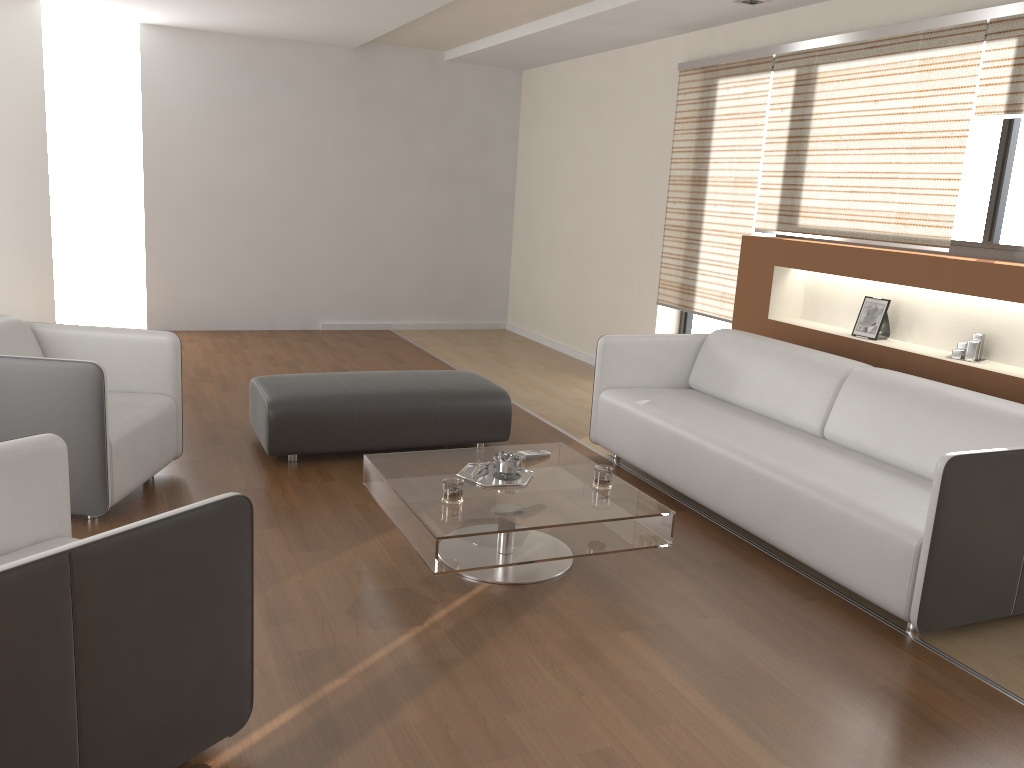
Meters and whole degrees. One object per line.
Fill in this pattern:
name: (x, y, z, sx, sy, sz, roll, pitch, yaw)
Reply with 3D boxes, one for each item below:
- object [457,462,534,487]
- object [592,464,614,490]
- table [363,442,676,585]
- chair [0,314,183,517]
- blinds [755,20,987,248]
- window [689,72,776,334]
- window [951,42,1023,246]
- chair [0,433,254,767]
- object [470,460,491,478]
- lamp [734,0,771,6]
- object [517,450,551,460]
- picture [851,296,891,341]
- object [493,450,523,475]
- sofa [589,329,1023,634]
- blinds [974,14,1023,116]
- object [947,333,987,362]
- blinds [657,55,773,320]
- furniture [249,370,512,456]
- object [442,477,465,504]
object: (-0.062, 0.349, 3.434, 0.315, 0.011, 0.273, 0, 13, -17)
object: (0.345, 0.355, 3.374, 0.079, 0.077, 0.079, -5, 15, -35)
table: (-0.018, 0.517, 3.408, 0.900, 0.300, 0.900, -2, 13, -24)
chair: (-1.988, 0.089, 3.735, 0.919, 0.661, 0.767, 4, 12, 0)
blinds: (1.821, -1.301, 4.738, 0.001, 1.044, 1.432, -2, 13, -24)
window: (1.543, -1.042, 6.057, 0.010, 2.093, 0.889, -2, 13, -24)
window: (2.362, -1.143, 4.206, 0.010, 0.986, 2.817, -2, 13, -24)
chair: (-1.182, 0.553, 1.947, 0.767, 0.706, 0.919, 11, 14, 30)
object: (-0.128, 0.328, 3.446, 0.051, 0.035, 0.147, 7, 13, 16)
lamp: (1.361, -2.205, 5.013, 0.146, 0.087, 0.146, -2, 13, -24)
object: (0.095, 0.291, 3.703, 0.158, 0.029, 0.064, -8, 17, -42)
picture: (1.921, -0.351, 4.712, 0.133, 0.216, 0.159, -3, 14, -29)
object: (-0.017, 0.307, 3.470, 0.118, 0.079, 0.117, 0, 13, -17)
sofa: (1.304, 0.243, 3.992, 0.919, 0.661, 2.238, -2, 13, -24)
blinds: (2.421, -1.278, 3.391, 0.001, 0.441, 1.432, -2, 13, -24)
object: (2.172, -0.184, 4.220, 0.141, 0.131, 0.141, 15, 17, 42)
blinds: (1.309, -1.283, 5.892, 0.001, 1.635, 0.980, -2, 13, -24)
furniture: (-0.712, 0.121, 4.782, 1.291, 0.301, 0.685, -2, 13, -24)
object: (-0.208, 0.375, 3.121, 0.079, 0.077, 0.079, -5, 15, -35)
